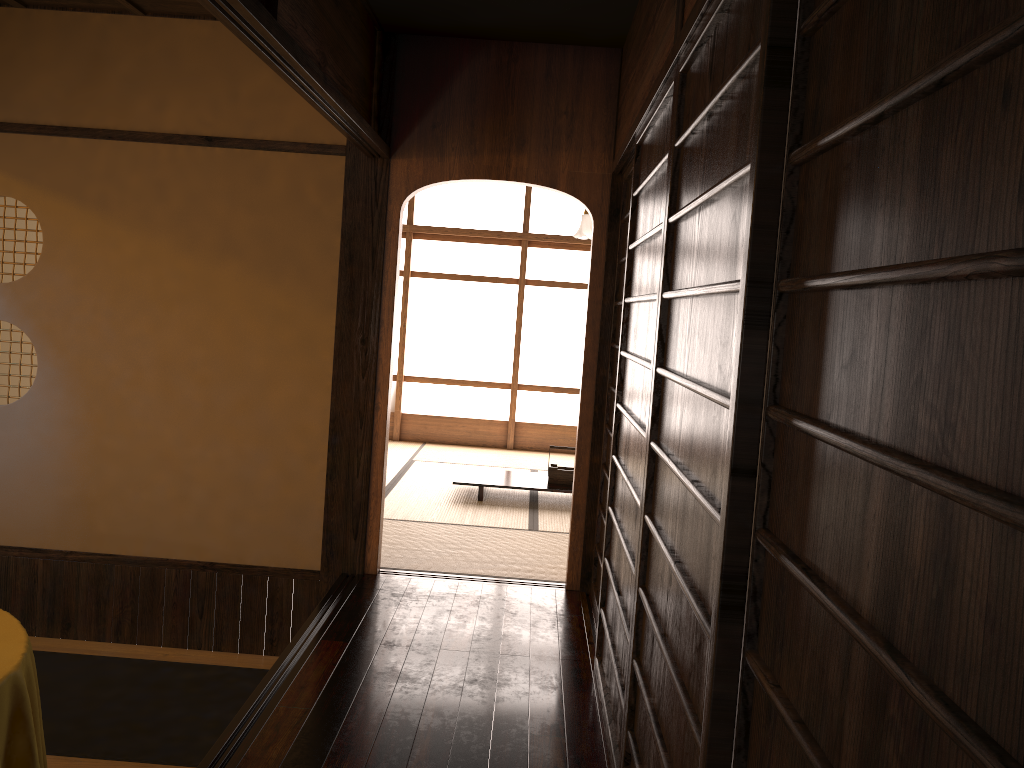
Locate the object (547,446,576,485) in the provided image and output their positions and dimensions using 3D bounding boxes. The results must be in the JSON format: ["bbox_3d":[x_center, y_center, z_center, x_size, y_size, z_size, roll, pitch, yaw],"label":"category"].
[{"bbox_3d":[0.393,0.582,6.403,0.260,0.258,0.150,4,4,1],"label":"object"}]

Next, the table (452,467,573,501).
[{"bbox_3d":[0.191,0.755,6.417,1.200,0.118,0.601,4,5,1],"label":"table"}]

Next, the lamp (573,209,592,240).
[{"bbox_3d":[0.562,-1.432,6.303,0.196,0.797,0.225,5,3,9],"label":"lamp"}]

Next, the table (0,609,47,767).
[{"bbox_3d":[-2.029,1.088,2.324,1.444,0.694,1.446,4,4,1],"label":"table"}]

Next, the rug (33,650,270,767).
[{"bbox_3d":[-2.418,1.288,3.756,2.955,0.005,0.903,4,5,1],"label":"rug"}]
